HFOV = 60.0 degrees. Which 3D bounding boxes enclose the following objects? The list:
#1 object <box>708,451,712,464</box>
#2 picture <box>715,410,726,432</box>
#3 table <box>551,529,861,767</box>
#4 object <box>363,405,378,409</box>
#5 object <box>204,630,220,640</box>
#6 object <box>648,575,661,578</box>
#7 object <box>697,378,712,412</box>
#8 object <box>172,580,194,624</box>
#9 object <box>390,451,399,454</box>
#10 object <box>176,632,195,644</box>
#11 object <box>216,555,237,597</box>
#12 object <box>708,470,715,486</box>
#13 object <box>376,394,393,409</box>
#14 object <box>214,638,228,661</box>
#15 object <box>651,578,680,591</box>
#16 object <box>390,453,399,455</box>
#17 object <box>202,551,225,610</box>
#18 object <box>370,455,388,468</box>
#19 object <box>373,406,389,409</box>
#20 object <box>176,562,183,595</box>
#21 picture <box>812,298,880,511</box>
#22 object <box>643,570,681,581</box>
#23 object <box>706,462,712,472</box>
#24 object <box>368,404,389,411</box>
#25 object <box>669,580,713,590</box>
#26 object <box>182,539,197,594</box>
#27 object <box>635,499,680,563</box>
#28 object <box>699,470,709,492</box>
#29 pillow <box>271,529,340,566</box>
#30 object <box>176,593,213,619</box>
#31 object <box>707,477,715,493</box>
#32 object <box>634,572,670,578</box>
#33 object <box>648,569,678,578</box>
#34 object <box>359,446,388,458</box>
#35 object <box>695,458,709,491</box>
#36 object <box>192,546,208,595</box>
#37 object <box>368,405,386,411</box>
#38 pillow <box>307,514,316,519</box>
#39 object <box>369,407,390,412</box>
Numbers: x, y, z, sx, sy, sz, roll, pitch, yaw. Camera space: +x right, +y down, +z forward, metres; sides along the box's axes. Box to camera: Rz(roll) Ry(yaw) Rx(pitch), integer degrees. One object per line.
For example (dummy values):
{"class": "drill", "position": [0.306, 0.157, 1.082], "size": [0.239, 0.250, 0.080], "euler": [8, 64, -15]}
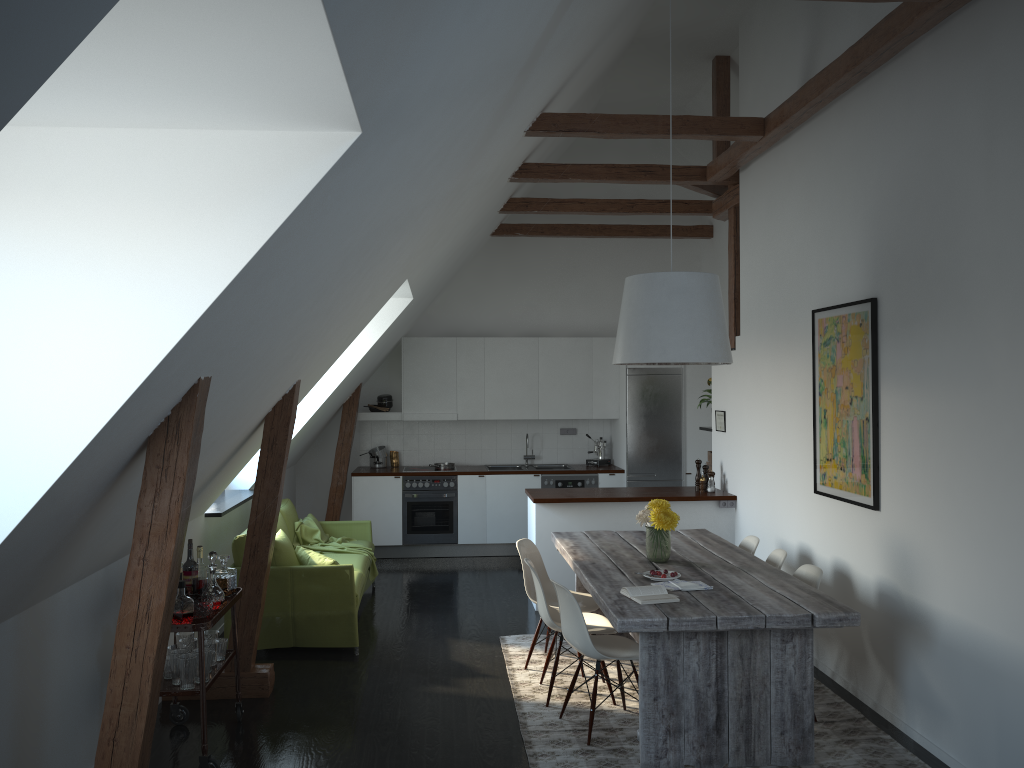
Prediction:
{"class": "object", "position": [1.993, 0.675, 8.196], "size": [0.329, 0.101, 0.287], "euler": [0, 0, 5]}
{"class": "picture", "position": [1.807, 0.322, 7.680], "size": [0.023, 0.182, 0.250], "euler": [0, 0, -5]}
{"class": "table", "position": [0.941, 1.438, 5.202], "size": [1.141, 0.788, 2.421], "euler": [0, 0, -5]}
{"class": "object", "position": [-1.537, 0.270, 9.897], "size": [0.357, 0.075, 0.244], "euler": [0, 0, -34]}
{"class": "object", "position": [-1.606, 1.380, 4.721], "size": [0.095, 0.119, 0.095], "euler": [0, 0, -43]}
{"class": "object", "position": [0.790, 1.033, 4.773], "size": [0.110, 0.011, 0.058], "euler": [0, 0, -1]}
{"class": "object", "position": [1.967, 0.158, 8.245], "size": [0.493, 0.486, 0.506], "euler": [0, 0, 15]}
{"class": "object", "position": [-1.553, 1.027, 4.162], "size": [0.087, 0.206, 0.087], "euler": [0, 0, 20]}
{"class": "object", "position": [-1.328, 0.780, 10.005], "size": [0.100, 0.047, 0.099], "euler": [0, 0, -9]}
{"class": "object", "position": [-1.735, 1.380, 4.708], "size": [0.095, 0.119, 0.095], "euler": [0, 0, -43]}
{"class": "object", "position": [-1.544, 1.026, 4.753], "size": [0.101, 0.211, 0.101], "euler": [0, 0, 10]}
{"class": "object", "position": [1.710, 0.828, 7.590], "size": [0.058, 0.184, 0.058], "euler": [0, 0, -8]}
{"class": "object", "position": [-1.423, 0.199, 9.931], "size": [0.190, 0.166, 0.200], "euler": [0, 0, -42]}
{"class": "object", "position": [-1.533, 1.390, 4.639], "size": [0.092, 0.099, 0.092], "euler": [0, 0, -27]}
{"class": "object", "position": [0.841, 1.040, 4.597], "size": [0.182, 0.014, 0.185], "euler": [0, 0, -31]}
{"class": "object", "position": [-1.330, 0.801, 10.006], "size": [0.100, 0.036, 0.100], "euler": [0, 0, 24]}
{"class": "object", "position": [-1.503, 0.986, 4.457], "size": [0.114, 0.292, 0.114], "euler": [0, 0, -33]}
{"class": "object", "position": [-1.468, 0.859, 9.895], "size": [0.200, 0.154, 0.348], "euler": [0, 0, -25]}
{"class": "object", "position": [-1.463, 0.263, 9.866], "size": [0.335, 0.031, 0.065], "euler": [0, 0, 43]}
{"class": "object", "position": [-1.776, 0.981, 4.672], "size": [0.081, 0.308, 0.081], "euler": [0, 0, -13]}
{"class": "picture", "position": [1.984, 0.113, 5.316], "size": [0.036, 1.181, 0.808], "euler": [0, 0, -5]}
{"class": "object", "position": [0.807, 1.037, 4.775], "size": [0.205, 0.024, 0.205], "euler": [0, 0, -13]}
{"class": "object", "position": [1.991, 0.777, 8.185], "size": [0.287, 0.101, 0.329], "euler": [0, 0, -10]}
{"class": "object", "position": [-1.487, 0.260, 9.819], "size": [0.331, 0.077, 0.061], "euler": [0, 0, 44]}
{"class": "object", "position": [0.925, 1.038, 4.588], "size": [0.182, 0.016, 0.179], "euler": [0, 0, -10]}
{"class": "object", "position": [-1.664, 0.968, 4.590], "size": [0.080, 0.329, 0.080], "euler": [0, 0, -14]}
{"class": "object", "position": [0.869, 0.865, 5.248], "size": [0.233, 0.365, 0.293], "euler": [0, 0, -34]}
{"class": "object", "position": [1.634, 0.824, 7.557], "size": [0.080, 0.192, 0.058], "euler": [0, 0, -21]}
{"class": "pillow", "position": [-1.434, 1.238, 6.278], "size": [0.600, 0.387, 0.475], "euler": [0, 0, -7]}
{"class": "object", "position": [-1.559, 1.085, 4.319], "size": [0.245, 0.092, 0.151], "euler": [0, 0, 24]}
{"class": "object", "position": [1.687, 0.852, 7.519], "size": [0.069, 0.135, 0.069], "euler": [0, 0, -30]}
{"class": "object", "position": [0.752, 1.026, 4.765], "size": [0.194, 0.022, 0.019], "euler": [0, 0, 11]}
{"class": "object", "position": [0.819, 1.024, 4.787], "size": [0.132, 0.034, 0.144], "euler": [0, 0, -33]}
{"class": "object", "position": [-1.567, 0.781, 9.917], "size": [0.371, 0.169, 0.203], "euler": [0, 0, -32]}
{"class": "object", "position": [1.638, 0.779, 7.641], "size": [0.123, 0.283, 0.061], "euler": [0, 0, -5]}
{"class": "object", "position": [-1.595, 0.980, 4.534], "size": [0.081, 0.307, 0.081], "euler": [0, 0, 1]}
{"class": "object", "position": [-1.498, 0.267, 9.809], "size": [0.065, 0.065, 0.332], "euler": [0, 0, -37]}
{"class": "pillow", "position": [-1.750, 1.303, 7.783], "size": [0.210, 0.275, 0.462], "euler": [0, 0, -7]}
{"class": "object", "position": [-1.463, 0.284, 9.865], "size": [0.243, 0.056, 0.350], "euler": [0, 0, -16]}
